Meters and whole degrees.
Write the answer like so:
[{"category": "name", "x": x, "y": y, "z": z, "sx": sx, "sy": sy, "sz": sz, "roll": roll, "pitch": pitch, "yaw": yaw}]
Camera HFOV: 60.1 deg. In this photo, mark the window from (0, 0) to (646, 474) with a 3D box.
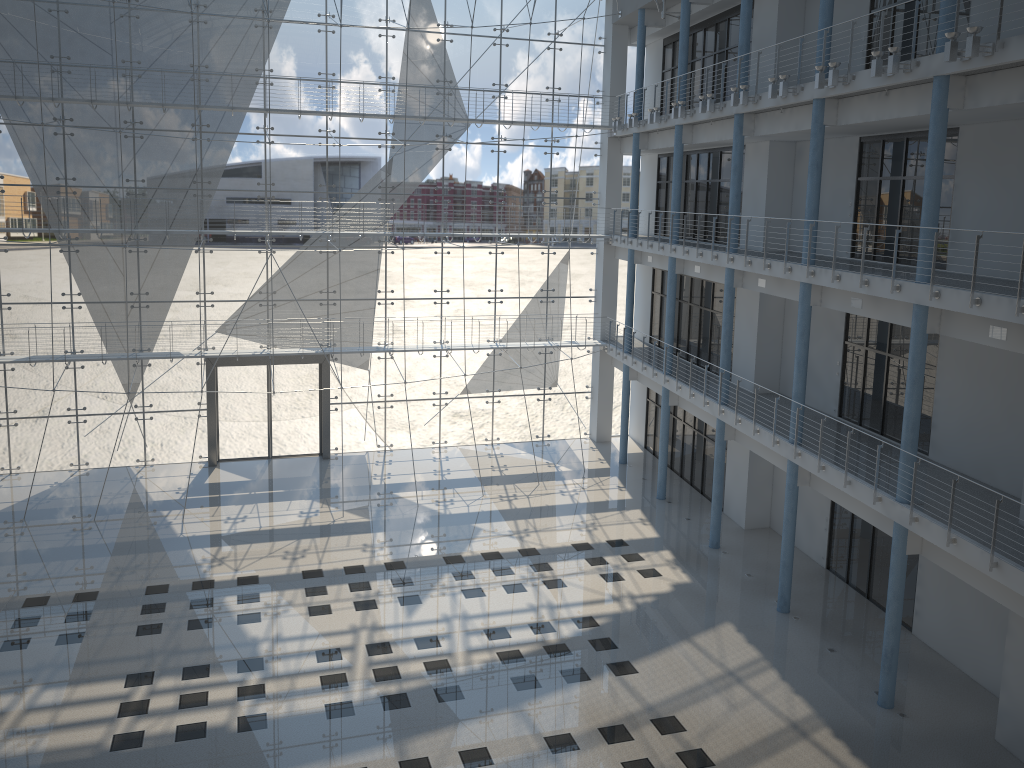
[{"category": "window", "x": -1.132, "y": -1.014, "z": 3.861, "sx": 3.850, "sy": 2.745, "sz": 0.010, "roll": -2, "pitch": 9, "yaw": -17}]
